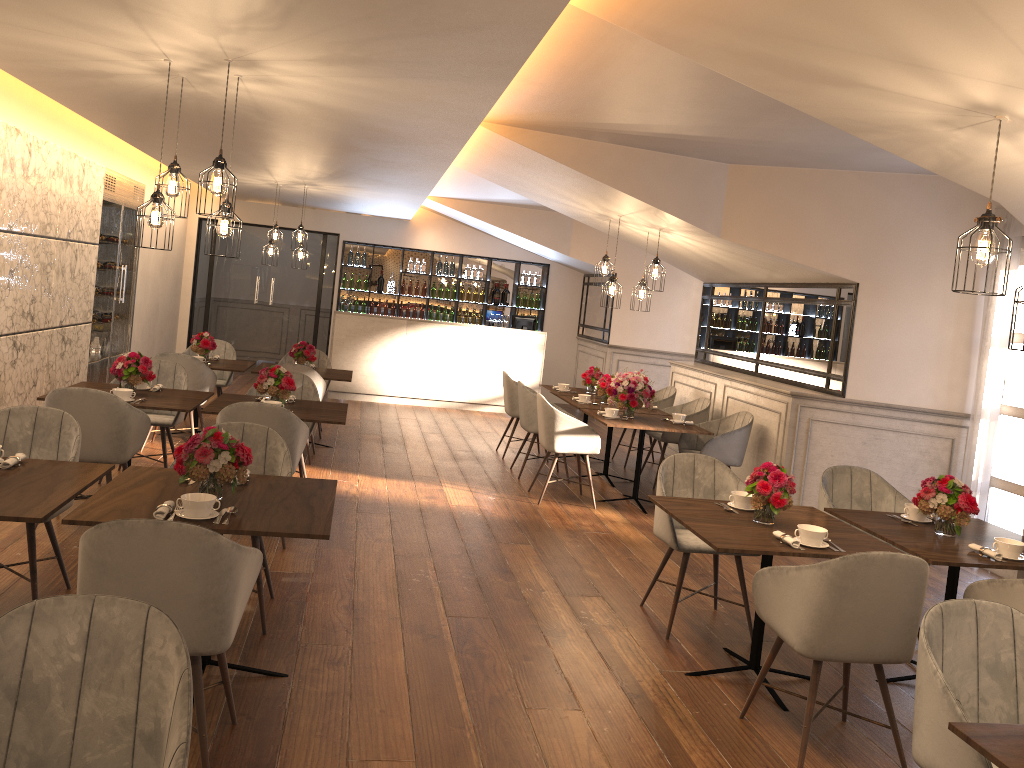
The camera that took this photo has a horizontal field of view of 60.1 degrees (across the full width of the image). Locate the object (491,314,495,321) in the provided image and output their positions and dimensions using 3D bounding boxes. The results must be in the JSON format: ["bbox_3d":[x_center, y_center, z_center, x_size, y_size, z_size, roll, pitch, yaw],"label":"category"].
[{"bbox_3d":[-0.318,-1.020,14.277,0.065,0.207,0.065,8,3,35],"label":"object"}]

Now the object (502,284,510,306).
[{"bbox_3d":[-0.084,-1.438,14.266,0.104,0.358,0.104,7,3,17],"label":"object"}]

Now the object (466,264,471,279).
[{"bbox_3d":[-0.688,-1.800,14.139,0.070,0.235,0.041,6,2,-10],"label":"object"}]

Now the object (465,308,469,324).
[{"bbox_3d":[-0.715,-1.085,14.207,0.065,0.261,0.066,5,3,-31],"label":"object"}]

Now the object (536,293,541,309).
[{"bbox_3d":[0.435,-1.344,14.383,0.065,0.261,0.066,5,3,-31],"label":"object"}]

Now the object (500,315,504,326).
[{"bbox_3d":[-0.166,-1.007,14.303,0.065,0.207,0.065,8,3,35],"label":"object"}]

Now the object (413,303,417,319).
[{"bbox_3d":[-1.536,-1.159,14.066,0.065,0.261,0.066,5,3,-31],"label":"object"}]

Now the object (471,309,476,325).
[{"bbox_3d":[-0.607,-1.075,14.226,0.065,0.261,0.066,5,3,-31],"label":"object"}]

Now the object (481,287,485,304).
[{"bbox_3d":[-0.460,-1.425,14.230,0.065,0.261,0.066,5,3,-31],"label":"object"}]

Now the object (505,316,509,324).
[{"bbox_3d":[-0.089,-1.000,14.316,0.065,0.207,0.065,8,3,35],"label":"object"}]

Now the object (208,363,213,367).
[{"bbox_3d":[-2.768,-0.176,8.084,0.043,0.015,0.198,6,6,-6],"label":"object"}]

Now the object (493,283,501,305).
[{"bbox_3d":[-0.238,-1.451,14.243,0.104,0.359,0.104,8,3,42],"label":"object"}]

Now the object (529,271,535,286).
[{"bbox_3d":[0.326,-1.709,14.313,0.070,0.235,0.041,6,2,-10],"label":"object"}]

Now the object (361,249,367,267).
[{"bbox_3d":[-2.313,-1.985,13.858,0.075,0.309,0.075,8,3,37],"label":"object"}]

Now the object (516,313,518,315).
[{"bbox_3d":[0.071,-1.015,14.342,0.065,0.263,0.066,5,3,-31],"label":"object"}]

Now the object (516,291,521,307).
[{"bbox_3d":[0.110,-1.374,14.328,0.065,0.263,0.066,5,3,-31],"label":"object"}]

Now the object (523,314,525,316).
[{"bbox_3d":[0.180,-1.004,14.360,0.065,0.261,0.066,5,3,-31],"label":"object"}]

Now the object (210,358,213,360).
[{"bbox_3d":[-2.923,-0.252,8.645,0.025,0.024,0.193,5,6,-10],"label":"object"}]

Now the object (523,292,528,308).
[{"bbox_3d":[0.218,-1.364,14.346,0.065,0.261,0.066,5,3,-31],"label":"object"}]

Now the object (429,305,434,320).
[{"bbox_3d":[-1.280,-1.136,14.110,0.065,0.261,0.066,5,3,-31],"label":"object"}]

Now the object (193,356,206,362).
[{"bbox_3d":[-2.866,-0.212,8.046,0.149,0.072,0.148,9,6,33],"label":"object"}]

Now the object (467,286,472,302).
[{"bbox_3d":[-0.677,-1.445,14.193,0.065,0.261,0.066,5,3,-31],"label":"object"}]

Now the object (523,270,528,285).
[{"bbox_3d":[0.227,-1.718,14.296,0.070,0.235,0.041,6,2,-10],"label":"object"}]

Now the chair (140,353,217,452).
[{"bbox_3d":[-2.903,0.142,7.692,0.564,0.870,0.528,6,3,-10],"label":"chair"}]

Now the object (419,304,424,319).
[{"bbox_3d":[-1.428,-1.150,14.085,0.065,0.261,0.066,5,3,-31],"label":"object"}]

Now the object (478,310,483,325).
[{"bbox_3d":[-0.499,-1.065,14.244,0.065,0.261,0.066,5,3,-31],"label":"object"}]

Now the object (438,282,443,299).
[{"bbox_3d":[-1.133,-1.487,14.115,0.065,0.263,0.066,5,3,-31],"label":"object"}]

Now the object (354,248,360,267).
[{"bbox_3d":[-2.415,-1.995,13.840,0.075,0.309,0.075,8,3,33],"label":"object"}]

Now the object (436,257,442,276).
[{"bbox_3d":[-1.148,-1.880,14.058,0.075,0.309,0.075,7,3,23],"label":"object"}]

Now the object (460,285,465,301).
[{"bbox_3d":[-0.785,-1.454,14.174,0.065,0.261,0.066,5,3,-31],"label":"object"}]

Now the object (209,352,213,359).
[{"bbox_3d":[-3.000,-0.284,8.640,0.148,0.072,0.148,7,5,13],"label":"object"}]

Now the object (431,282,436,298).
[{"bbox_3d":[-1.241,-1.496,14.096,0.065,0.261,0.066,5,3,-31],"label":"object"}]

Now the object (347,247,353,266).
[{"bbox_3d":[-2.518,-2.004,13.823,0.075,0.309,0.075,7,2,15],"label":"object"}]

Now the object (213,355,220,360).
[{"bbox_3d":[-2.890,-0.257,8.660,0.056,0.039,0.176,5,5,-10],"label":"object"}]

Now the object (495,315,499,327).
[{"bbox_3d":[-0.242,-1.013,14.290,0.065,0.207,0.065,8,3,35],"label":"object"}]

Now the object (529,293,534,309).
[{"bbox_3d":[0.327,-1.354,14.365,0.065,0.261,0.066,5,3,-31],"label":"object"}]

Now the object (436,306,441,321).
[{"bbox_3d":[-1.171,-1.126,14.129,0.065,0.261,0.066,5,3,-31],"label":"object"}]

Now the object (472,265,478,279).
[{"bbox_3d":[-0.589,-1.791,14.156,0.070,0.235,0.041,6,2,-10],"label":"object"}]

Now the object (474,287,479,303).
[{"bbox_3d":[-0.568,-1.435,14.211,0.065,0.261,0.066,5,3,-31],"label":"object"}]

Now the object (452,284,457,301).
[{"bbox_3d":[-0.916,-1.467,14.152,0.065,0.263,0.066,5,3,-31],"label":"object"}]

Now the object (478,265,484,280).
[{"bbox_3d":[-0.490,-1.782,14.173,0.070,0.235,0.041,6,2,-10],"label":"object"}]

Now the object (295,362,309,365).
[{"bbox_3d":[-2.099,-0.202,8.794,0.148,0.072,0.148,7,5,13],"label":"object"}]

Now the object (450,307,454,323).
[{"bbox_3d":[-0.954,-1.107,14.166,0.065,0.261,0.066,5,3,-31],"label":"object"}]

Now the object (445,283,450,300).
[{"bbox_3d":[-1.024,-1.477,14.133,0.065,0.263,0.066,5,3,-31],"label":"object"}]

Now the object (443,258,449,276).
[{"bbox_3d":[-1.045,-1.871,14.075,0.075,0.309,0.075,6,2,1],"label":"object"}]

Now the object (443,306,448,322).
[{"bbox_3d":[-1.063,-1.116,14.147,0.065,0.261,0.066,5,3,-31],"label":"object"}]

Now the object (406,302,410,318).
[{"bbox_3d":[-1.645,-1.169,14.048,0.065,0.261,0.066,5,3,-31],"label":"object"}]

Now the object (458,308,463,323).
[{"bbox_3d":[-0.824,-1.095,14.188,0.065,0.261,0.066,5,3,-31],"label":"object"}]

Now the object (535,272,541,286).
[{"bbox_3d":[0.424,-1.700,14.330,0.070,0.235,0.041,6,2,-10],"label":"object"}]

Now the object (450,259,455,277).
[{"bbox_3d":[-0.943,-1.861,14.093,0.075,0.309,0.075,6,2,1],"label":"object"}]
